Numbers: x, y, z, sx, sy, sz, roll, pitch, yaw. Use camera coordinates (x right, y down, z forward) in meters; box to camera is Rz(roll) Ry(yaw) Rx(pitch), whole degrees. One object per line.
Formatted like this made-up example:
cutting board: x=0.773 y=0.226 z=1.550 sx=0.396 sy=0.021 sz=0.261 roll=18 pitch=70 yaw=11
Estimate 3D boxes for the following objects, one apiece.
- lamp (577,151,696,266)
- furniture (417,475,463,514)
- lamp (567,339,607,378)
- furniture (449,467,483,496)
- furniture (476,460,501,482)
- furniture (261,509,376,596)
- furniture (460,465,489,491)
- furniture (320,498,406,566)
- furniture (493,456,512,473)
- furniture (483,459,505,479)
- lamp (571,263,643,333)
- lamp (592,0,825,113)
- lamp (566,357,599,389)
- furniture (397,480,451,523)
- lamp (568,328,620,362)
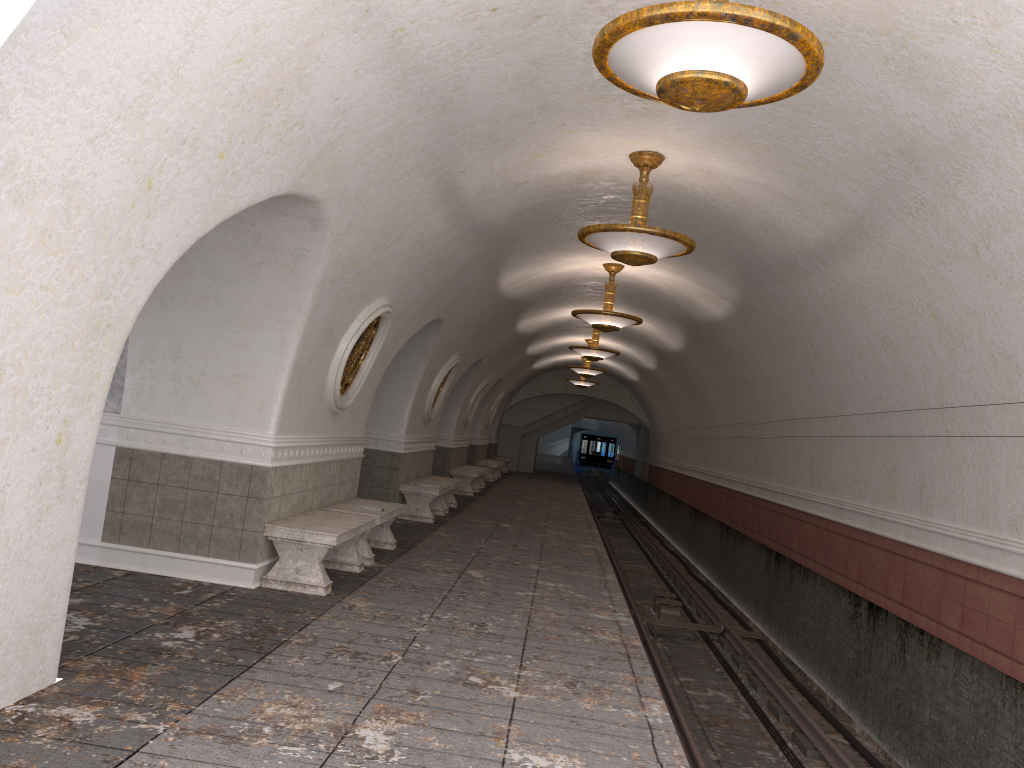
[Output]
lamp: x=1.095 y=-1.478 z=7.600 sx=1.008 sy=0.955 sz=1.008 roll=8 pitch=-3 yaw=-12
furniture: x=-1.274 y=1.926 z=15.568 sx=0.613 sy=0.508 sz=1.509 roll=7 pitch=-3 yaw=4
lamp: x=1.899 y=-0.621 z=22.073 sx=1.008 sy=0.955 sz=1.008 roll=7 pitch=-3 yaw=19
furniture: x=-1.034 y=2.182 z=19.893 sx=0.613 sy=0.508 sz=1.509 roll=7 pitch=-3 yaw=4
furniture: x=-0.704 y=2.534 z=25.836 sx=0.613 sy=0.508 sz=1.509 roll=7 pitch=-3 yaw=4
furniture: x=-1.700 y=1.473 z=7.902 sx=0.613 sy=0.508 sz=1.509 roll=7 pitch=-3 yaw=4
furniture: x=-0.941 y=2.281 z=21.569 sx=0.613 sy=0.508 sz=1.509 roll=7 pitch=-3 yaw=4
furniture: x=-1.607 y=1.572 z=9.578 sx=0.613 sy=0.508 sz=1.509 roll=7 pitch=-3 yaw=4
furniture: x=-0.355 y=2.906 z=32.118 sx=0.613 sy=0.508 sz=1.509 roll=7 pitch=-3 yaw=4
furniture: x=-0.611 y=2.633 z=27.512 sx=0.613 sy=0.508 sz=1.509 roll=7 pitch=-3 yaw=4
lamp: x=1.365 y=-1.191 z=12.447 sx=1.008 sy=0.955 sz=1.008 roll=8 pitch=-3 yaw=-12
lamp: x=0.893 y=-1.693 z=3.958 sx=1.008 sy=0.955 sz=1.008 roll=10 pitch=-4 yaw=-40
lamp: x=2.167 y=-0.336 z=26.887 sx=1.008 sy=0.955 sz=1.008 roll=10 pitch=-4 yaw=-40
furniture: x=-1.367 y=1.827 z=13.892 sx=0.613 sy=0.508 sz=1.509 roll=7 pitch=-3 yaw=4
lamp: x=1.632 y=-0.906 z=17.261 sx=1.008 sy=0.955 sz=1.008 roll=7 pitch=-3 yaw=19
